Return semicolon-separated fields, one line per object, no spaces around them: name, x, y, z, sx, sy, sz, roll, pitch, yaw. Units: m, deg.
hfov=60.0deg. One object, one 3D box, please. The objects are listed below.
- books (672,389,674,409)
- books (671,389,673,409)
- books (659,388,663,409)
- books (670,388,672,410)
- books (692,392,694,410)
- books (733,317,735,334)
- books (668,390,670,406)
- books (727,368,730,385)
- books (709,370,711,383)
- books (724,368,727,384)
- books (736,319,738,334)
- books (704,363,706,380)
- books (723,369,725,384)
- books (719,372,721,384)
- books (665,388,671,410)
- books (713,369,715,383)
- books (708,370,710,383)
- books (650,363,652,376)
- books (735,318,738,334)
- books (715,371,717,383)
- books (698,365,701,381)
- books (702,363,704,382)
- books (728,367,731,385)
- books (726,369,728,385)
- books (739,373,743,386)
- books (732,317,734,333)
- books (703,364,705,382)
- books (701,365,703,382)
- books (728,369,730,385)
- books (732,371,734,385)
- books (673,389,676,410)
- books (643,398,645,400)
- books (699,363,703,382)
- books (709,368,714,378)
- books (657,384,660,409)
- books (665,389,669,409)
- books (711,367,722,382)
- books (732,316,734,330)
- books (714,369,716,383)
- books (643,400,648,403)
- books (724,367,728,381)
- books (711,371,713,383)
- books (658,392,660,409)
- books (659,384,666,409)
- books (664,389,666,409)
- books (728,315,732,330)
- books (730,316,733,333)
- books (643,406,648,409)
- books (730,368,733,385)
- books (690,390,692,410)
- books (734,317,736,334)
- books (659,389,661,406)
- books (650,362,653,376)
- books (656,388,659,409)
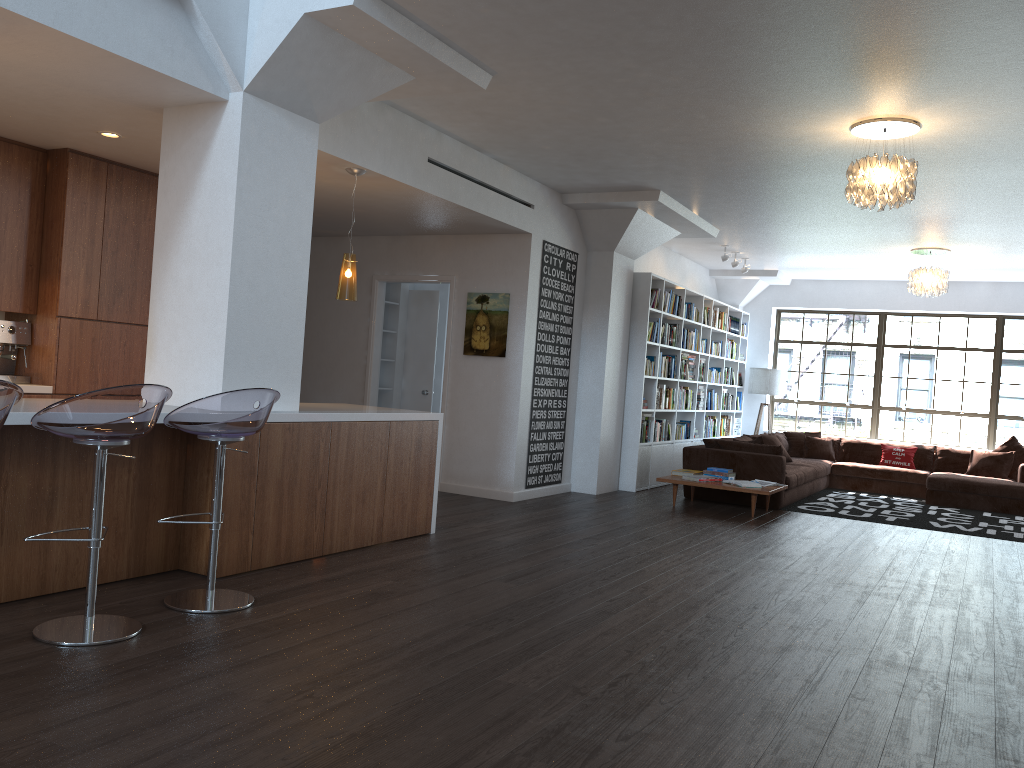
books;1.886;0.179;10.801;0.160;0.250;0.026;4;0;28
books;1.850;0.175;10.737;0.183;0.253;0.034;4;0;28
books;1.679;0.168;10.422;0.171;0.246;0.057;4;0;28
books;1.838;0.175;10.705;0.183;0.253;0.034;4;0;28
books;2.270;0.213;11.523;0.168;0.231;0.037;4;0;28
books;3.183;-0.866;13.063;0.183;0.253;0.042;4;0;28
books;1.798;0.183;10.649;0.168;0.231;0.037;4;0;28
books;3.087;-0.116;12.975;0.171;0.246;0.039;4;0;28
books;2.659;-0.105;12.144;0.109;0.171;0.017;4;0;28
books;3.004;-0.118;12.809;0.174;0.240;0.054;4;0;28
books;3.270;-0.860;13.214;0.183;0.253;0.042;4;0;28
books;2.508;-0.154;11.908;0.160;0.251;0.036;4;0;28
books;2.983;-0.111;12.771;0.161;0.223;0.032;4;0;28
books;2.891;-0.088;12.555;0.107;0.167;0.017;4;0;28
books;1.818;0.173;10.678;0.183;0.253;0.034;4;0;28
books;2.740;-0.110;12.302;0.139;0.191;0.036;4;0;28
books;2.624;-0.111;12.086;0.128;0.178;0.020;4;0;28
books;1.519;-0.168;10.024;0.110;0.153;0.018;4;0;28
books;3.249;-0.862;13.176;0.183;0.253;0.042;4;0;28
books;2.787;-0.100;12.384;0.128;0.178;0.022;4;0;28
books;2.396;-0.147;11.684;0.161;0.223;0.030;4;0;28
books;2.457;-0.157;11.816;0.183;0.253;0.039;4;0;28
books;3.121;-0.120;13.047;0.180;0.259;0.042;4;0;28
books;3.044;-0.107;12.873;0.161;0.223;0.032;4;0;28
books;3.439;-0.078;13.614;0.182;0.215;0.188;4;0;28
books;3.160;-0.867;13.026;0.183;0.253;0.042;4;0;28
books;2.493;-0.153;11.875;0.171;0.246;0.036;4;0;28
books;2.453;-0.144;11.779;0.161;0.223;0.030;4;0;28
books;3.104;-0.117;13.011;0.160;0.251;0.039;4;0;28
books;3.208;-0.102;13.200;0.174;0.236;0.142;4;0;28
books;1.902;0.178;10.825;0.183;0.253;0.034;4;0;28
books;1.412;0.162;9.985;0.144;0.025;0.204;4;0;18
books;2.417;-0.161;11.719;0.174;0.251;0.051;4;0;28
books;2.718;-0.119;12.269;0.140;0.206;0.042;4;0;28
books;1.632;0.140;10.293;0.140;0.298;0.044;4;0;28
books;1.781;0.175;10.604;0.171;0.246;0.057;4;0;28
books;2.895;-0.120;12.593;0.140;0.231;0.042;4;0;28
books;3.141;-0.868;12.986;0.183;0.253;0.042;4;0;28
books;2.757;-0.111;12.339;0.136;0.196;0.045;4;0;28
books;1.408;0.190;9.981;0.174;0.032;0.254;4;0;23
books;3.049;-0.122;12.912;0.183;0.253;0.042;4;0;28
books;2.705;-0.097;12.209;0.106;0.162;0.030;4;0;28
books;1.645;0.186;10.337;0.144;0.207;0.048;4;0;28
books;1.717;0.148;10.496;0.176;0.290;0.053;4;0;28
books;1.737;0.175;10.570;0.174;0.240;0.045;4;0;28
books;3.094;-0.871;12.912;0.183;0.253;0.042;4;0;28
books;3.120;-0.870;12.948;0.183;0.253;0.042;4;0;28
books;1.407;0.257;9.985;0.197;0.035;0.284;4;0;18
books;3.167;-0.114;13.121;0.183;0.253;0.042;4;0;28
books;2.221;0.199;11.429;0.183;0.253;0.034;4;0;28
books;3.207;-0.864;13.099;0.183;0.253;0.042;4;0;28
books;1.654;0.169;10.383;0.159;0.241;0.038;4;0;28
books;1.527;-0.173;10.041;0.120;0.167;0.020;4;0;28
books;1.591;0.162;10.257;0.189;0.247;0.057;4;0;28
